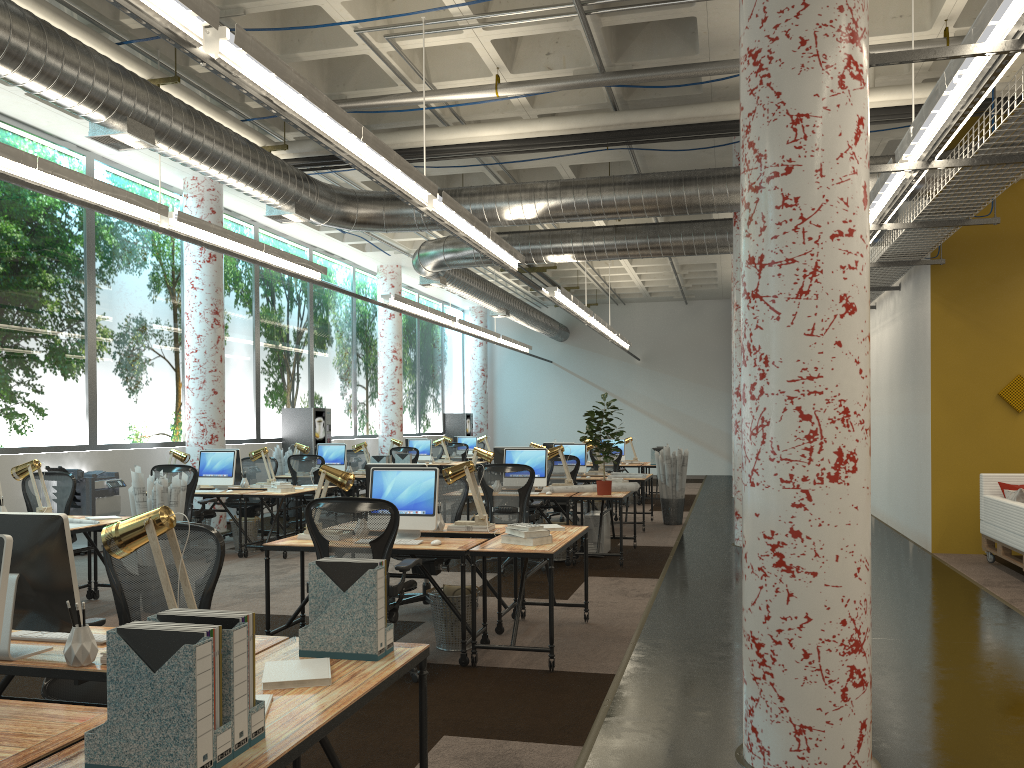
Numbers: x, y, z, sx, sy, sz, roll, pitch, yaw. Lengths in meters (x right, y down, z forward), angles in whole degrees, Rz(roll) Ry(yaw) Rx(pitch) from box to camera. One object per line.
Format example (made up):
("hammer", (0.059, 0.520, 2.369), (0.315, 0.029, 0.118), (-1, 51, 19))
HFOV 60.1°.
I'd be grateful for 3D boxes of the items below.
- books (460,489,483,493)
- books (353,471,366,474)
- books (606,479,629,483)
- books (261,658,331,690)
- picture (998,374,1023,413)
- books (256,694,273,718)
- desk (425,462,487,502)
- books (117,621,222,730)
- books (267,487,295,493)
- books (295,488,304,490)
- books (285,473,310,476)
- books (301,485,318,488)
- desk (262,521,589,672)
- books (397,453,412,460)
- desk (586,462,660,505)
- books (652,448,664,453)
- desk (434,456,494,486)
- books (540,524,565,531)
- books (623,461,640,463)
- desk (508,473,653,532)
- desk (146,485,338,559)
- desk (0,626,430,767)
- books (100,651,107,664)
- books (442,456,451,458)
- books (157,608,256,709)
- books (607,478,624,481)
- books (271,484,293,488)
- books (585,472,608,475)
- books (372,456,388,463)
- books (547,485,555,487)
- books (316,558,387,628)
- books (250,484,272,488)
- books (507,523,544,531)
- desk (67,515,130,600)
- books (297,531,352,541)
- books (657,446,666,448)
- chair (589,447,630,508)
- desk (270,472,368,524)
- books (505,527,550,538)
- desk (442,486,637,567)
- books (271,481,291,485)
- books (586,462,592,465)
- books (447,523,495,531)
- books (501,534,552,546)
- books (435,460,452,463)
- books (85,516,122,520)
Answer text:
("books", (-0.400, 1.172, 9.746), (0.309, 0.038, 0.226), (-1, -3, 14))
("books", (-2.339, 1.405, 14.108), (0.309, 0.038, 0.226), (-1, -3, 14))
("books", (1.194, 1.131, 10.238), (0.257, 0.044, 0.193), (-2, -3, 31))
("books", (-0.660, 0.888, 2.720), (0.200, 0.024, 0.235), (0, -3, -13))
("picture", (5.594, 0.106, 9.770), (0.424, 0.424, 0.047), (-1, 0, 14))
("books", (-0.783, 0.877, 2.395), (0.243, 0.019, 0.205), (0, -3, -9))
("desk", (-1.614, 1.944, 17.711), (1.940, 0.724, 1.402), (-1, -2, 14))
("books", (-0.790, 0.714, 2.047), (0.233, 0.310, 0.068), (-1, 0, 14))
("books", (-2.693, 1.233, 10.323), (0.271, 0.050, 0.200), (-3, -3, 41))
("books", (-2.651, 1.267, 10.735), (0.243, 0.019, 0.205), (0, -3, -9))
("books", (-3.318, 1.393, 13.681), (0.309, 0.038, 0.226), (-1, -3, 14))
("books", (-2.527, 1.278, 11.060), (0.200, 0.024, 0.235), (0, -3, -13))
("desk", (-0.525, 1.418, 6.216), (1.940, 0.724, 1.402), (-1, -2, 14))
("books", (-1.724, 1.267, 14.190), (0.233, 0.310, 0.068), (-1, 0, 14))
("desk", (2.080, 1.875, 16.804), (1.940, 0.724, 1.402), (-1, -2, 14))
("books", (2.680, 1.323, 16.173), (0.233, 0.310, 0.068), (-1, 0, 14))
("desk", (-0.839, 2.080, 20.865), (1.940, 0.724, 1.402), (-1, -2, 14))
("books", (0.258, 1.050, 6.471), (0.200, 0.024, 0.235), (0, -3, -13))
("books", (2.307, 1.503, 17.072), (0.309, 0.038, 0.226), (-1, -3, 14))
("desk", (1.035, 1.710, 12.963), (1.940, 0.724, 1.402), (-1, -2, 14))
("desk", (-3.311, 1.646, 10.806), (1.940, 0.724, 1.402), (-1, -2, 14))
("desk", (-1.390, 1.265, 2.679), (1.940, 0.724, 1.402), (-1, -2, 14))
("books", (-1.164, 0.894, 2.947), (0.309, 0.038, 0.226), (-1, -3, 14))
("books", (-1.592, 1.696, 20.706), (0.309, 0.038, 0.226), (-1, -3, 14))
("books", (-0.755, 0.720, 2.191), (0.233, 0.310, 0.068), (-1, 0, 14))
("books", (1.189, 1.099, 10.223), (0.185, 0.030, 0.153), (-1, -3, 12))
("books", (-2.688, 1.187, 10.349), (0.193, 0.044, 0.257), (1, -3, -29))
("books", (1.261, 1.338, 13.231), (0.309, 0.038, 0.226), (-1, -3, 14))
("books", (-1.965, 1.225, 13.208), (0.233, 0.310, 0.068), (-1, 0, 14))
("books", (0.579, 1.184, 10.172), (0.309, 0.038, 0.226), (-1, -3, 14))
("books", (-0.549, 0.756, 3.029), (0.233, 0.310, 0.068), (-1, 0, 14))
("books", (-3.084, 1.274, 11.074), (0.309, 0.038, 0.226), (-1, -3, 14))
("books", (0.086, 0.927, 5.750), (0.185, 0.030, 0.153), (-3, -3, 42))
("desk", (-4.213, 1.487, 7.131), (1.940, 0.724, 1.402), (-1, -2, 14))
("books", (-1.277, 1.034, 6.058), (0.309, 0.038, 0.226), (-1, -3, 14))
("books", (2.921, 1.365, 17.155), (0.233, 0.310, 0.068), (-1, 0, 14))
("chair", (1.692, 1.662, 15.957), (0.770, 1.086, 0.792), (0, -1, -3))
("desk", (-2.565, 1.777, 13.840), (1.940, 0.724, 1.402), (-1, -2, 14))
("books", (0.098, 0.959, 5.760), (0.193, 0.044, 0.257), (1, -3, -29))
("desk", (0.352, 1.556, 9.904), (1.940, 0.724, 1.402), (-1, -2, 14))
("books", (-2.700, 1.155, 10.339), (0.185, 0.030, 0.153), (-3, -3, 42))
("books", (1.328, 1.491, 16.646), (0.309, 0.038, 0.226), (-1, -3, 14))
("books", (-0.298, 1.046, 6.484), (0.309, 0.038, 0.226), (-1, -3, 14))
("books", (0.093, 1.005, 5.734), (0.271, 0.050, 0.200), (-3, -3, 41))
("books", (-1.388, 1.572, 17.979), (0.309, 0.038, 0.226), (-1, -3, 14))
("books", (-3.437, 1.125, 7.449), (0.243, 0.019, 0.205), (2, -3, -39))
